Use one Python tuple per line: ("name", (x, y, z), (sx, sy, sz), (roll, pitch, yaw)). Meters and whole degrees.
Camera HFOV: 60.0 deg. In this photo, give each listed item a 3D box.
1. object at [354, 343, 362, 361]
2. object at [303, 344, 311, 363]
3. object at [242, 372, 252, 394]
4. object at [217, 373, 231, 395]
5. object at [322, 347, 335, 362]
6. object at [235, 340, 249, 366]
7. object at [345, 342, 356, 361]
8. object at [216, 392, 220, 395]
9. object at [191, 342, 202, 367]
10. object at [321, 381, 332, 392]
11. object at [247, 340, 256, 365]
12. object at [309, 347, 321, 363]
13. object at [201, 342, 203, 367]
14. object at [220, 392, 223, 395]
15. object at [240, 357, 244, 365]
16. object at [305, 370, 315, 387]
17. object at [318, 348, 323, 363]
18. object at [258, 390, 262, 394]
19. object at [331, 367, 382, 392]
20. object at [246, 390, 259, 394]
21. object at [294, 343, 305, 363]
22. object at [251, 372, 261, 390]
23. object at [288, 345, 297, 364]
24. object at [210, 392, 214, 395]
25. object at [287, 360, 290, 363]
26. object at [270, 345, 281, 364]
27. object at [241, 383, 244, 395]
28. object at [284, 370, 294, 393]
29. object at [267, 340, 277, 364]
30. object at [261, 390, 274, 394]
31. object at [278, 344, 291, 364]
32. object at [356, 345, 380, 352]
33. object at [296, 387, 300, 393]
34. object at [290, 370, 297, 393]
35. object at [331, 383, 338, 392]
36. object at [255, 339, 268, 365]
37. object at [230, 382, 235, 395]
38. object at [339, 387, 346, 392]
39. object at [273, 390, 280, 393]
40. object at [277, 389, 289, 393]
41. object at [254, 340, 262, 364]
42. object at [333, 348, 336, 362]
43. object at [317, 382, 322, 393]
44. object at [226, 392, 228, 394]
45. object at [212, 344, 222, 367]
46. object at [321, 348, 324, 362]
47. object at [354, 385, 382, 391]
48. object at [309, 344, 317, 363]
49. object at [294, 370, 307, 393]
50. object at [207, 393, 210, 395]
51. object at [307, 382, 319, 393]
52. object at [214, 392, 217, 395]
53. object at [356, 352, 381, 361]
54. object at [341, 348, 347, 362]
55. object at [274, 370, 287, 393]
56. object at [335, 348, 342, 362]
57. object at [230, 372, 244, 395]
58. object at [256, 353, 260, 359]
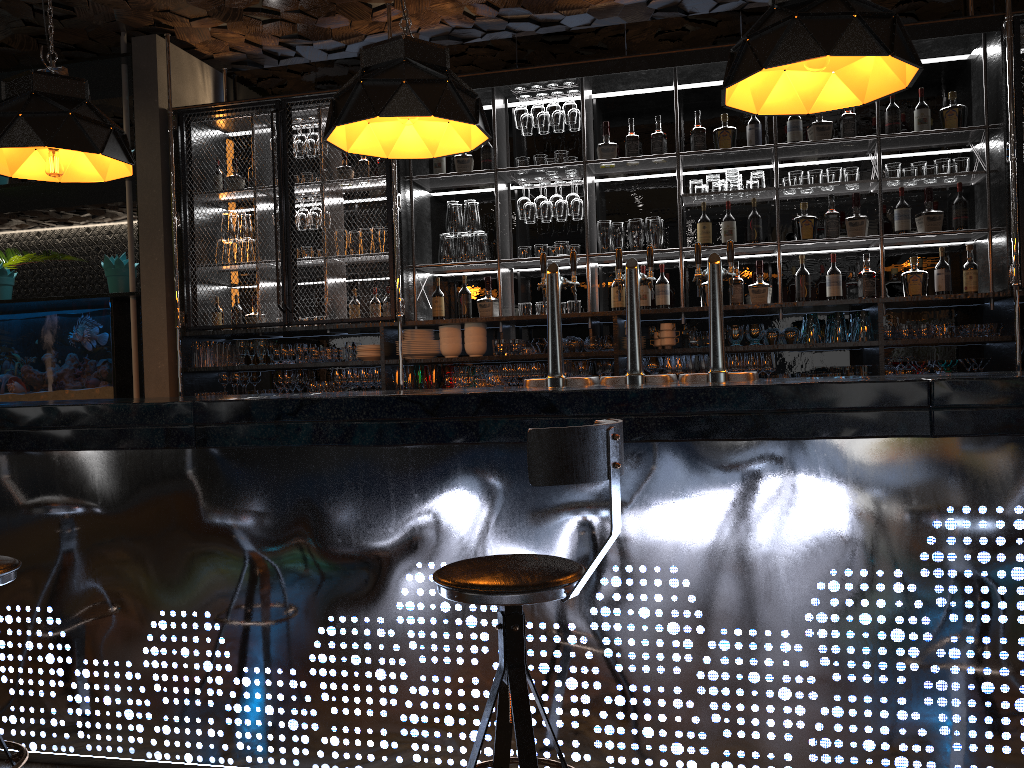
("object", (-1.052, -0.213, 6.021), (0.074, 0.131, 0.074), (-2, 1, 26))
("object", (-1.374, -0.201, 5.915), (0.074, 0.131, 0.074), (-2, 1, 26))
("object", (-1.816, 0.033, 6.048), (0.091, 0.227, 0.091), (-2, 1, -24))
("object", (-1.932, 0.037, 5.971), (0.091, 0.227, 0.091), (-2, 1, -24))
("object", (-1.196, -0.190, 5.778), (0.078, 0.099, 0.078), (-2, 1, -20))
("object", (-1.800, -0.207, 5.920), (0.087, 0.170, 0.087), (-2, 1, -26))
("object", (-1.064, -0.211, 5.842), (0.074, 0.131, 0.074), (-2, 1, 26))
("object", (-2.044, 0.106, 6.167), (0.031, 0.098, 0.031), (-2, 1, 35))
("object", (-2.142, -0.200, 6.021), (0.067, 0.174, 0.067), (-2, 1, 21))
("object", (-1.221, 0.055, 5.845), (0.074, 0.146, 0.065), (-2, 1, 7))
("object", (-1.773, -0.209, 6.035), (0.087, 0.170, 0.087), (-2, 1, -26))
("object", (-1.291, -0.188, 5.808), (0.078, 0.103, 0.078), (-2, 1, -34))
("object", (-2.123, -0.201, 6.094), (0.067, 0.174, 0.067), (-2, 1, -36))
("object", (-2.035, 0.105, 6.201), (0.031, 0.098, 0.031), (-2, 1, -45))
("object", (-1.919, -0.198, 6.266), (0.051, 0.152, 0.058), (-2, 1, -26))
("object", (-1.378, 0.018, 6.037), (0.088, 0.229, 0.077), (-2, 1, 15))
("object", (-1.294, -0.189, 5.895), (0.078, 0.103, 0.078), (-2, 1, -34))
("object", (-1.707, 0.092, 6.023), (0.093, 0.101, 0.093), (-2, 1, -26))
("object", (-0.991, 0.008, 5.833), (0.376, 0.227, 0.186), (-2, 1, 12))
("object", (-1.732, 0.094, 5.920), (0.093, 0.101, 0.093), (-2, 1, -19))
("object", (-1.397, -0.200, 5.831), (0.074, 0.131, 0.074), (-2, 1, 26))
("object", (-1.785, 0.031, 6.160), (0.091, 0.227, 0.091), (-2, 1, -24))
("object", (-1.483, -0.199, 5.987), (0.081, 0.132, 0.081), (-2, 1, -15))
("object", (-2.060, 0.107, 6.094), (0.031, 0.098, 0.031), (-2, 1, -26))
("object", (-1.543, -0.198, 6.081), (0.081, 0.132, 0.081), (-2, 1, -15))
("object", (-1.576, -0.196, 5.938), (0.081, 0.132, 0.081), (-2, 1, -15))
("object", (-1.882, 0.034, 6.208), (0.091, 0.227, 0.091), (-2, 1, 17))
("object", (-1.506, 0.023, 5.946), (0.088, 0.229, 0.077), (-2, 1, -27))
("object", (-1.661, -0.213, 6.118), (0.087, 0.170, 0.087), (-2, 1, -26))
("object", (-1.625, 0.090, 5.895), (0.093, 0.101, 0.093), (-2, 1, -24))
("object", (-1.507, -0.198, 5.869), (0.081, 0.132, 0.081), (-2, 1, -15))
("object", (-0.909, -0.222, 5.784), (0.209, 0.060, 0.211), (-2, 1, -32))
("object", (-1.469, 0.020, 6.116), (0.077, 0.229, 0.088), (-2, 1, -12))
("object", (-1.491, 0.021, 6.026), (0.077, 0.229, 0.088), (-2, 1, 29))
("object", (-1.197, 0.054, 5.949), (0.065, 0.146, 0.074), (-2, 1, 36))
("object", (-1.655, -0.211, 5.875), (0.087, 0.170, 0.087), (-2, 1, -26))
("object", (-1.905, 0.036, 6.076), (0.091, 0.227, 0.091), (-2, 1, -37))
("object", (-1.170, 0.052, 6.048), (0.074, 0.146, 0.065), (-2, 1, 35))
("object", (-1.607, 0.089, 6.000), (0.093, 0.101, 0.093), (-2, 1, 34))
("object", (-1.579, 0.087, 6.098), (0.093, 0.101, 0.093), (-2, 1, 28))
("object", (-1.694, -0.211, 5.977), (0.087, 0.170, 0.087), (-2, 1, -26))
("object", (-1.207, -0.190, 5.874), (0.078, 0.099, 0.078), (-2, 1, -20))
("object", (-1.293, 0.057, 5.964), (0.065, 0.146, 0.074), (-2, 1, 25))
("object", (-2.022, 0.104, 6.274), (0.031, 0.098, 0.031), (-2, 1, 18))
("object", (-1.986, -0.193, 5.977), (0.051, 0.152, 0.058), (-2, 1, 18))
("object", (-1.275, -0.191, 5.984), (0.078, 0.103, 0.078), (-2, 1, -34))
("object", (-0.946, 0.005, 6.024), (0.376, 0.227, 0.186), (-2, 1, 12))
("object", (-1.355, -0.203, 6.000), (0.074, 0.131, 0.074), (-2, 1, 26))
("object", (-1.409, 0.020, 5.918), (0.088, 0.229, 0.077), (-2, 1, 13))
("object", (-2.073, 0.108, 6.056), (0.031, 0.098, 0.031), (-2, 1, -13))
("object", (-1.315, 0.058, 5.862), (0.074, 0.146, 0.065), (-2, 1, -10))
("object", (-2.054, 0.107, 6.128), (0.031, 0.098, 0.031), (-2, 1, -32))
("object", (-0.909, -0.181, 5.785), (0.211, 0.060, 0.209), (-2, 1, -27))
("object", (-1.162, -0.193, 6.045), (0.078, 0.099, 0.078), (-2, 1, -20))
("object", (-1.528, 0.024, 5.857), (0.088, 0.229, 0.077), (-2, 1, 27))
("object", (-1.185, -0.192, 5.964), (0.078, 0.099, 0.078), (-2, 1, -20))
("object", (-1.842, 0.035, 5.947), (0.091, 0.227, 0.091), (-2, 1, 36))
("object", (-1.746, -0.211, 6.150), (0.087, 0.170, 0.087), (-2, 1, -26))
